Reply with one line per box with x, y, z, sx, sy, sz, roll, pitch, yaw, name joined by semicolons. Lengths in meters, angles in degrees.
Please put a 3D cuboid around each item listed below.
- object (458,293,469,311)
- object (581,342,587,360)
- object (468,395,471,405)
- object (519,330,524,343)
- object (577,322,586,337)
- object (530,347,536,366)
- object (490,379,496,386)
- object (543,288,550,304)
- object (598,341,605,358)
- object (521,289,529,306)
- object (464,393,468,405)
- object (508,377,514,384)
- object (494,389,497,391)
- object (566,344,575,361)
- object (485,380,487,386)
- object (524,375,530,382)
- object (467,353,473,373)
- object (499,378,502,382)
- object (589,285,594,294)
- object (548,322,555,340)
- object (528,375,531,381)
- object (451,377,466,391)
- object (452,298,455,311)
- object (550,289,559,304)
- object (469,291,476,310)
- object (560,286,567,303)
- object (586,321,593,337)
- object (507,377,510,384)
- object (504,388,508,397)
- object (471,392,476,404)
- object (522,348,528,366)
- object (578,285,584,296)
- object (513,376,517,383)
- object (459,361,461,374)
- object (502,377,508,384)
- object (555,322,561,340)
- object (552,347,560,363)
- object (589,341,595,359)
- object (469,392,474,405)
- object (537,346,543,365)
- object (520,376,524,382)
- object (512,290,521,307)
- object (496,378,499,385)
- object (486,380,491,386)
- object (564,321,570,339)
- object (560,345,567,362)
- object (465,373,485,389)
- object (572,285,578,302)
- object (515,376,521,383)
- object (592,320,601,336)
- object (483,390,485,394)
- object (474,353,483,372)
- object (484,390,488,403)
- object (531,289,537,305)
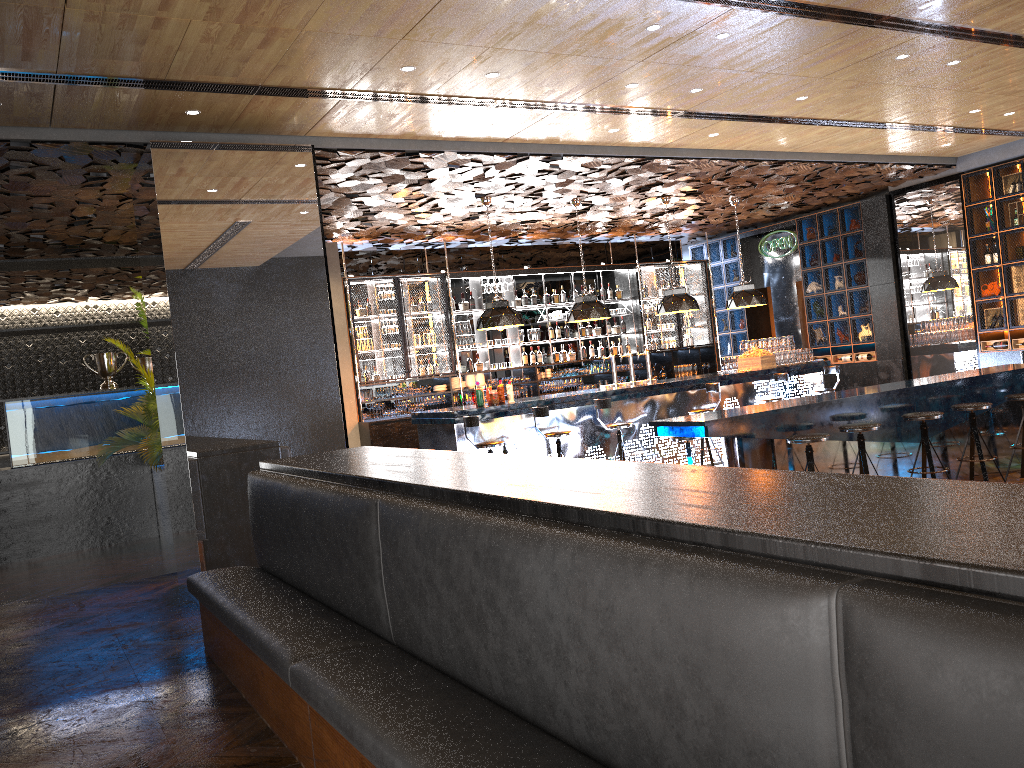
-0.735;-1.244;13.471;0.123;0.279;0.123;-7;1;-41;object
1.169;-0.546;14.497;0.086;0.297;0.086;-6;1;4;object
-0.643;0.231;13.435;0.082;0.213;0.082;-6;1;20;object
0.142;-0.742;13.885;0.105;0.209;0.105;-6;1;15;object
1.140;-0.882;14.525;0.151;0.248;0.094;-7;1;-40;object
0.323;-0.444;14.081;0.086;0.298;0.086;-6;1;19;object
-0.284;-0.024;13.443;0.100;0.100;0.089;-7;1;-25;object
0.549;-1.403;14.217;0.083;0.282;0.083;-7;1;-44;object
1.472;-0.575;14.698;0.083;0.282;0.083;-7;1;-44;object
0.200;-1.354;14.018;0.083;0.282;0.083;-7;1;-44;object
-0.689;0.235;13.511;0.082;0.213;0.082;-6;1;37;object
-0.012;-0.059;13.662;0.093;0.099;0.093;-7;1;-13;object
-0.230;0.182;13.461;0.084;0.216;0.084;-7;1;-41;object
0.953;-0.509;14.387;0.123;0.279;0.123;-7;1;-16;object
-0.405;-0.013;13.642;0.100;0.100;0.089;-7;1;-22;object
0.226;-0.085;13.732;0.095;0.096;0.095;-6;1;34;object
-0.644;-0.324;13.465;0.086;0.297;0.086;-6;1;4;object
-0.184;-0.041;13.751;0.109;0.100;0.109;-6;1;44;object
1.300;-1.495;14.645;0.083;0.282;0.083;-7;1;-29;object
0.627;-0.845;14.242;0.086;0.299;0.086;-6;1;19;object
0.252;-0.090;13.829;0.095;0.096;0.095;-7;1;-5;object
-0.838;-0.006;13.261;0.306;0.195;0.300;-7;1;-28;object
-0.912;-1.234;13.422;0.086;0.298;0.086;-6;1;19;object
0.690;-1.402;14.296;0.151;0.248;0.094;-7;1;-26;object
-0.610;-1.270;13.561;0.086;0.299;0.086;-6;1;19;object
0.829;-1.445;14.392;0.086;0.298;0.086;-6;1;19;object
1.271;-0.916;14.601;0.083;0.282;0.083;-7;1;-29;object
-0.065;-0.054;13.756;0.093;0.099;0.093;-7;1;-42;object
-0.070;0.163;13.551;0.084;0.216;0.084;-6;1;13;object
-0.560;0.224;13.278;0.082;0.213;0.082;-6;1;0;object
0.200;-0.427;13.981;0.086;0.299;0.086;-6;1;19;object
1.167;-1.476;14.553;0.123;0.279;0.123;-7;1;-40;object
0.044;-0.067;13.760;0.093;0.099;0.093;-6;1;32;object
-0.825;-0.302;13.398;0.086;0.299;0.086;-6;1;19;object
-0.106;-0.047;13.613;0.109;0.100;0.109;-6;1;44;object
0.740;-0.861;14.335;0.086;0.298;0.086;-6;1;19;object
0.696;-0.462;14.255;0.151;0.248;0.094;-7;1;-40;object
1.309;-0.563;14.615;0.086;0.298;0.086;-6;1;19;object
-0.602;0.228;13.358;0.082;0.213;0.082;-7;1;-37;object
0.437;-0.457;14.118;0.086;0.298;0.086;-6;1;19;object
0.152;-0.078;13.810;0.095;0.096;0.095;-7;1;-29;object
0.063;-1.335;13.942;0.123;0.279;0.123;-7;1;-41;object
-0.240;-0.030;13.531;0.089;0.100;0.100;-6;1;7;object
-0.346;-0.018;13.538;0.089;0.100;0.100;-6;1;33;object
0.885;-0.877;14.386;0.086;0.297;0.086;-6;1;19;object
0.827;-0.496;14.331;0.083;0.282;0.083;-7;1;-29;object
-0.556;-0.051;13.384;0.309;0.216;0.149;-7;1;-32;object
1.034;-1.471;14.502;0.086;0.298;0.086;-6;1;19;object
0.098;-0.071;13.671;0.093;0.099;0.093;-7;1;-10;object
1.397;-0.929;14.657;0.123;0.279;0.123;-7;1;-16;object
-0.394;0.201;13.577;0.082;0.213;0.082;-7;1;-42;object
-0.513;-0.330;13.553;0.123;0.279;0.123;-7;1;-16;object
-0.393;0.204;13.373;0.082;0.213;0.082;-6;1;4;object
0.344;-1.371;14.100;0.083;0.282;0.083;-7;1;-14;object
